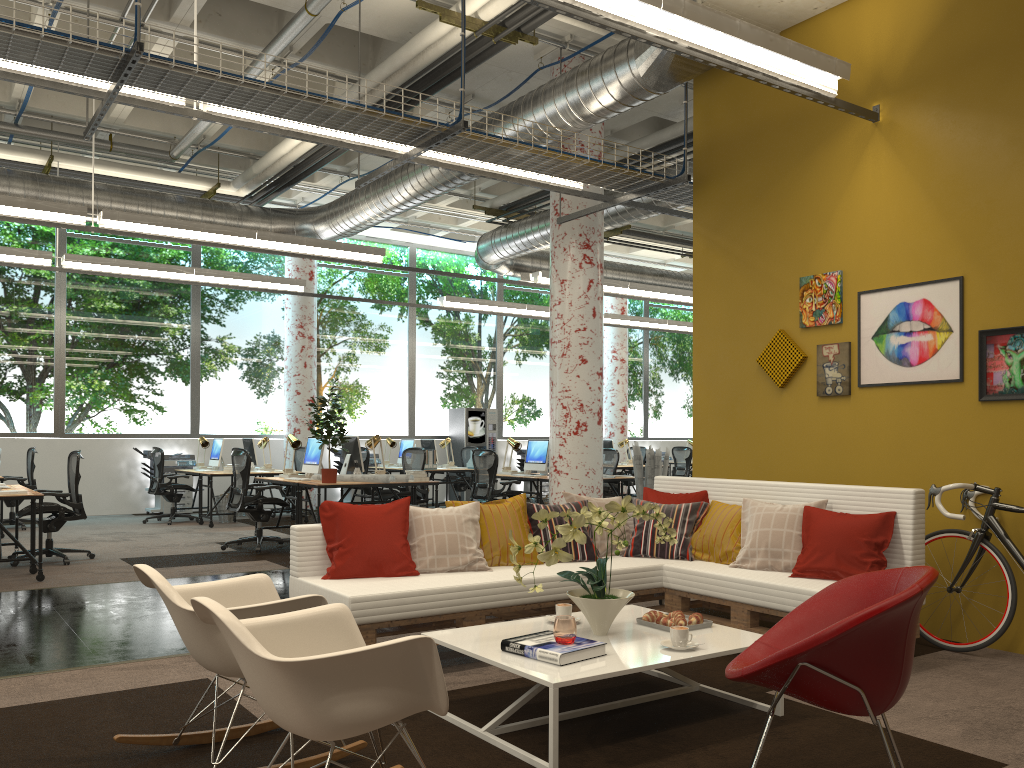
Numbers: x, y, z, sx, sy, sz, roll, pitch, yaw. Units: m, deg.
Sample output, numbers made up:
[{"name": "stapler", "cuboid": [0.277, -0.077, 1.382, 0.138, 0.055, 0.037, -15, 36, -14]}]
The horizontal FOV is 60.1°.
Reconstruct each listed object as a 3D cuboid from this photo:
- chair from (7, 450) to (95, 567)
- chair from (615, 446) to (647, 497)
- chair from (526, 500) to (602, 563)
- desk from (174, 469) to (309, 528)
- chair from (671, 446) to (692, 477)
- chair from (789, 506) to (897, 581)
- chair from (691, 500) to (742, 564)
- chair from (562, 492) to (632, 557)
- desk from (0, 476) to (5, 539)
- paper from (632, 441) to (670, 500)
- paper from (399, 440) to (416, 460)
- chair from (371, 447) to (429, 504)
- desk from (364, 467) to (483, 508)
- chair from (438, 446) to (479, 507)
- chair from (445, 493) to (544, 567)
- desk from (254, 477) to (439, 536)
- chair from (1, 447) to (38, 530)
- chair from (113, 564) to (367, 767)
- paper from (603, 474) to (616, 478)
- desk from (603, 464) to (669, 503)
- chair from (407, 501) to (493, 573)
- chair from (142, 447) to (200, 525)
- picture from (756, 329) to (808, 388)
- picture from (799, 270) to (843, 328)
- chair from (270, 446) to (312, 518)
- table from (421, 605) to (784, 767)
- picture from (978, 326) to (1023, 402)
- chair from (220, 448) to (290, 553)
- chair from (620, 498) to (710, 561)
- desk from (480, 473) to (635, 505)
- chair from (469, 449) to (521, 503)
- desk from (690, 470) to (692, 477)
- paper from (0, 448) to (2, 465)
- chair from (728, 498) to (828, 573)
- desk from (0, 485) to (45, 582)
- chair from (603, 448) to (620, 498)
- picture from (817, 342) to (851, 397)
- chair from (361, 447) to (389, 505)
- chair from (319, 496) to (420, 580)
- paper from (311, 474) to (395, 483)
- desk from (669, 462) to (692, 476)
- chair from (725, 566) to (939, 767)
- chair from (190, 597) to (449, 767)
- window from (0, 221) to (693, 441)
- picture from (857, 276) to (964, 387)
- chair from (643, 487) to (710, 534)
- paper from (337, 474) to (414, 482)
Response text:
[{"name": "chair", "cuboid": [-4.471, 1.181, 8.596, 0.771, 1.085, 0.793, -1, -2, 39]}, {"name": "chair", "cuboid": [2.392, 1.801, 17.881, 0.771, 1.085, 0.793, -1, -2, 39]}, {"name": "chair", "cuboid": [0.297, 0.937, 5.541, 0.523, 0.407, 0.341, 1, -2, -18]}, {"name": "desk", "cuboid": [-4.025, 1.645, 13.066, 1.402, 0.723, 1.942, 2, -4, -34]}, {"name": "chair", "cuboid": [3.680, 1.848, 18.535, 0.771, 1.085, 0.793, -1, -2, 39]}, {"name": "chair", "cuboid": [1.811, 0.882, 4.834, 0.519, 0.394, 0.335, -1, -2, 33]}, {"name": "chair", "cuboid": [1.335, 0.936, 5.521, 0.366, 0.381, 0.522, 2, -3, -38]}, {"name": "chair", "cuboid": [0.598, 0.926, 5.832, 0.546, 0.437, 0.335, 2, -2, -29]}, {"name": "desk", "cuboid": [-7.151, 1.496, 10.933, 1.402, 0.723, 1.942, 2, -4, -34]}, {"name": "paper", "cuboid": [1.704, 1.299, 10.974, 0.440, 1.197, 0.412, 0, -1, 34]}, {"name": "paper", "cuboid": [-1.826, 1.611, 16.117, 0.440, 1.197, 0.412, 0, -1, 34]}, {"name": "chair", "cuboid": [-1.356, 1.310, 10.757, 0.771, 1.085, 0.793, -1, -2, 39]}, {"name": "desk", "cuboid": [-1.444, 1.767, 14.827, 1.402, 0.723, 1.942, 2, -4, -34]}, {"name": "chair", "cuboid": [-0.901, 1.644, 15.634, 0.771, 1.085, 0.793, -1, -2, 39]}, {"name": "chair", "cuboid": [-0.102, 0.889, 5.343, 0.546, 0.438, 0.316, 1, -2, -22]}, {"name": "desk", "cuboid": [-1.899, 1.434, 9.950, 1.402, 0.724, 1.942, 2, -4, -34]}, {"name": "chair", "cuboid": [-6.607, 1.372, 11.740, 0.771, 1.085, 0.793, -1, -2, 39]}, {"name": "chair", "cuboid": [-1.013, 1.029, 3.315, 0.794, 0.753, 0.615, 2, -2, -34]}, {"name": "paper", "cuboid": [0.933, 1.158, 11.149, 0.626, 0.061, 0.568, 3, -4, -37]}, {"name": "desk", "cuboid": [1.848, 1.924, 17.074, 1.402, 0.723, 1.942, 2, -4, -34]}, {"name": "chair", "cuboid": [-0.399, 0.891, 5.103, 0.525, 0.401, 0.332, 1, -2, -15]}, {"name": "chair", "cuboid": [-4.876, 1.440, 12.696, 0.771, 1.085, 0.793, -1, -2, 39]}, {"name": "picture", "cuboid": [1.936, -0.182, 6.366, 0.047, 0.424, 0.425, 1, -2, -34]}, {"name": "picture", "cuboid": [2.129, -0.580, 6.108, 0.027, 0.355, 0.331, 1, -2, -34]}, {"name": "chair", "cuboid": [-3.481, 1.521, 13.873, 0.771, 1.085, 0.793, -1, -2, 39]}, {"name": "table", "cuboid": [0.390, 1.281, 3.916, 1.263, 0.330, 0.985, 3, -4, -34]}, {"name": "picture", "cuboid": [2.895, -0.118, 5.001, 0.042, 0.418, 0.503, 1, -2, -34]}, {"name": "chair", "cuboid": [-2.751, 1.229, 9.580, 0.771, 1.085, 0.793, -1, -2, 39]}, {"name": "chair", "cuboid": [0.983, 0.947, 5.723, 0.516, 0.392, 0.358, -1, -2, 25]}, {"name": "desk", "cuboid": [0.651, 1.582, 11.771, 1.402, 0.723, 1.942, 2, -4, -34]}, {"name": "chair", "cuboid": [-0.201, 1.378, 11.401, 0.771, 1.085, 0.793, -1, -2, 39]}, {"name": "desk", "cuboid": [3.994, 1.733, 13.933, 1.402, 0.723, 1.942, 2, -4, -34]}, {"name": "paper", "cuboid": [-6.097, 1.213, 10.136, 0.440, 1.197, 0.412, 0, -1, 34]}, {"name": "chair", "cuboid": [1.557, 0.884, 5.178, 0.526, 0.427, 0.312, -1, -2, 34]}, {"name": "desk", "cuboid": [-5.015, 1.305, 7.790, 1.402, 0.723, 1.942, 2, -4, -34]}, {"name": "chair", "cuboid": [1.194, 1.458, 12.578, 0.771, 1.085, 0.793, -1, -2, 39]}, {"name": "picture", "cuboid": [2.185, -0.098, 6.017, 0.027, 0.355, 0.252, 1, -2, -34]}, {"name": "chair", "cuboid": [-2.296, 1.563, 14.457, 0.771, 1.085, 0.793, -1, -2, 39]}, {"name": "chair", "cuboid": [-0.797, 0.854, 4.886, 0.534, 0.444, 0.302, 1, -2, -18]}, {"name": "paper", "cuboid": [-1.716, 0.996, 9.412, 1.134, 0.082, 0.083, -2, -3, 30]}, {"name": "desk", "cuboid": [4.532, 2.052, 18.905, 1.402, 0.723, 1.942, 2, -4, -34]}, {"name": "chair", "cuboid": [1.004, 0.972, 2.814, 0.636, 0.811, 0.835, -1, -2, 30]}, {"name": "chair", "cuboid": [-0.565, 0.989, 2.658, 0.794, 0.753, 0.615, 2, -2, -34]}, {"name": "window", "cuboid": [-2.752, -0.856, 16.383, 26.215, 3.760, 0.050, 3, -2, -34]}, {"name": "picture", "cuboid": [2.494, -0.311, 5.579, 0.018, 0.632, 0.706, 1, -2, -34]}, {"name": "chair", "cuboid": [1.094, 0.926, 5.998, 0.534, 0.436, 0.287, -1, -2, 28]}, {"name": "paper", "cuboid": [-1.577, 1.003, 9.505, 1.134, 0.082, 0.083, -1, -2, 20]}]
